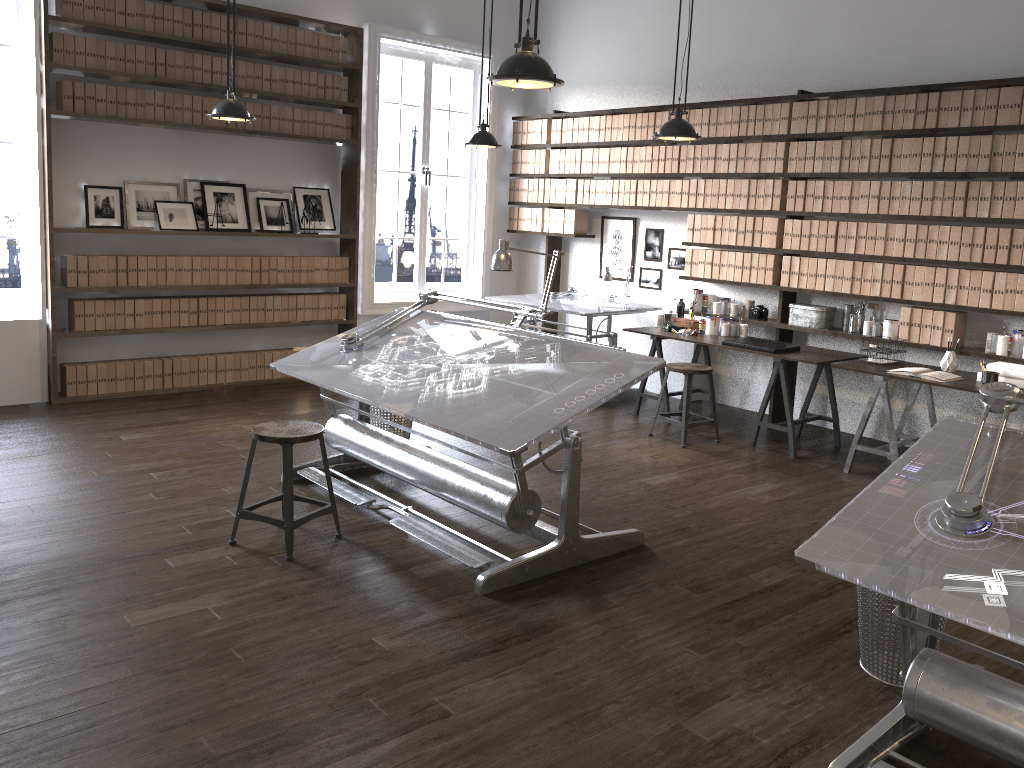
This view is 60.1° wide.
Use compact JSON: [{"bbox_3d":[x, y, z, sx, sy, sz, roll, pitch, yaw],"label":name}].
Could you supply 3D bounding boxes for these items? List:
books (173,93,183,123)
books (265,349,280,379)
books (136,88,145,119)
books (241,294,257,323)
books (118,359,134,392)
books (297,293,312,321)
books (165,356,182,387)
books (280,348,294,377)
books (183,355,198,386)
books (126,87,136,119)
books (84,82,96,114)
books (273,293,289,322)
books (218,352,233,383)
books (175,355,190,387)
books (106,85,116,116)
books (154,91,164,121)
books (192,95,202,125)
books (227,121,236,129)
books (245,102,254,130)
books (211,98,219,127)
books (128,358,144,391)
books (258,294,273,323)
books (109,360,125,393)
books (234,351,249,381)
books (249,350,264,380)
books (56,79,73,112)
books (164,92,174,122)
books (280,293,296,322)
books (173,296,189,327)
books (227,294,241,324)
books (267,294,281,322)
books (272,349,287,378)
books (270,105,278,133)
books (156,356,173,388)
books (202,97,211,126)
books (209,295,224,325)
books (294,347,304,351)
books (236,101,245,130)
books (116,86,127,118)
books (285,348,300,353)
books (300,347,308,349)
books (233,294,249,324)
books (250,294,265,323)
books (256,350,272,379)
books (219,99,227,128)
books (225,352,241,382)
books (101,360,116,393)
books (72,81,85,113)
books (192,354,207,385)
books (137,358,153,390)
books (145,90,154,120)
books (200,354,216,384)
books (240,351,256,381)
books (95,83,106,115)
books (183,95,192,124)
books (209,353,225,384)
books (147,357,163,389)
[{"bbox_3d":[-2.578,-2.096,6.763,0.067,0.224,0.175,-4,12,-40],"label":"books"},{"bbox_3d":[-2.052,-0.172,7.569,0.067,0.224,0.175,-4,12,-40],"label":"books"},{"bbox_3d":[-2.787,-2.071,6.583,0.067,0.224,0.175,-4,12,-40],"label":"books"},{"bbox_3d":[-2.185,-0.627,7.370,0.067,0.224,0.175,-4,12,-40],"label":"books"},{"bbox_3d":[-2.963,-0.067,6.800,0.067,0.224,0.175,-4,12,-40],"label":"books"},{"bbox_3d":[-1.811,-0.670,7.686,0.067,0.224,0.175,-4,12,-40],"label":"books"},{"bbox_3d":[-2.688,-0.099,7.034,0.067,0.224,0.175,-4,12,-40],"label":"books"},{"bbox_3d":[-1.951,-0.183,7.651,0.067,0.224,0.175,-4,12,-40],"label":"books"},{"bbox_3d":[-2.585,-0.109,7.112,0.067,0.224,0.175,-4,12,-40],"label":"books"},{"bbox_3d":[-2.834,-2.065,6.536,0.067,0.224,0.175,-4,12,-40],"label":"books"},{"bbox_3d":[-3.052,-2.041,6.360,0.067,0.224,0.175,-4,12,-40],"label":"books"},{"bbox_3d":[-1.976,-0.652,7.552,0.067,0.224,0.175,-4,12,-40],"label":"books"},{"bbox_3d":[-2.365,-0.135,7.303,0.067,0.224,0.175,-4,12,-40],"label":"books"},{"bbox_3d":[-2.636,-0.104,7.075,0.067,0.224,0.175,-4,12,-40],"label":"books"},{"bbox_3d":[-2.944,-2.053,6.451,0.067,0.224,0.175,-4,12,-40],"label":"books"},{"bbox_3d":[-2.681,-2.083,6.668,0.067,0.224,0.175,-4,12,-40],"label":"books"},{"bbox_3d":[-2.465,-2.107,6.849,0.067,0.224,0.175,-4,12,-40],"label":"books"},{"bbox_3d":[-2.257,-2.132,7.028,0.067,0.224,0.175,-4,12,-40],"label":"books"},{"bbox_3d":[-2.146,-2.145,7.123,0.067,0.224,0.175,-4,12,-40],"label":"books"},{"bbox_3d":[-2.365,-2.120,6.940,0.067,0.224,0.175,-4,12,-40],"label":"books"},{"bbox_3d":[-2.909,-0.073,6.846,0.067,0.224,0.175,-4,12,-40],"label":"books"},{"bbox_3d":[-2.079,-0.638,7.455,0.067,0.224,0.175,-4,12,-40],"label":"books"},{"bbox_3d":[-3.011,-0.060,6.752,0.067,0.224,0.175,-4,12,-40],"label":"books"},{"bbox_3d":[-2.265,-0.146,7.385,0.067,0.224,0.175,-4,12,-40],"label":"books"},{"bbox_3d":[-2.162,-0.160,7.479,0.067,0.224,0.175,-4,12,-40],"label":"books"},{"bbox_3d":[-3.166,-2.028,6.264,0.067,0.224,0.175,-4,12,-40],"label":"books"},{"bbox_3d":[-2.630,-2.090,6.716,0.067,0.224,0.175,-4,12,-40],"label":"books"},{"bbox_3d":[-1.921,-0.658,7.596,0.067,0.224,0.175,-4,12,-40],"label":"books"},{"bbox_3d":[-2.620,-0.576,6.999,0.067,0.224,0.175,-4,12,-40],"label":"books"},{"bbox_3d":[-2.297,-0.615,7.279,0.067,0.224,0.175,-4,12,-40],"label":"books"},{"bbox_3d":[-2.026,-0.645,7.504,0.067,0.224,0.175,-4,12,-40],"label":"books"},{"bbox_3d":[-2.005,-0.178,7.611,0.067,0.224,0.175,-4,12,-40],"label":"books"},{"bbox_3d":[-1.985,-2.163,7.256,0.067,0.224,0.175,-4,12,-40],"label":"books"},{"bbox_3d":[-2.740,-0.092,6.982,0.067,0.224,0.175,-4,12,-40],"label":"books"},{"bbox_3d":[-2.410,-2.114,6.896,0.067,0.224,0.175,-4,12,-40],"label":"books"},{"bbox_3d":[-2.401,-0.601,7.182,0.067,0.224,0.175,-4,12,-40],"label":"books"},{"bbox_3d":[-1.849,-0.196,7.745,0.067,0.224,0.175,-4,12,-40],"label":"books"},{"bbox_3d":[-2.203,-2.139,7.080,0.067,0.224,0.175,-4,12,-40],"label":"books"},{"bbox_3d":[-2.890,-2.060,6.497,0.067,0.224,0.175,-4,12,-40],"label":"books"},{"bbox_3d":[-1.903,-0.190,7.699,0.067,0.224,0.175,-4,12,-40],"label":"books"},{"bbox_3d":[-1.793,-0.201,7.787,0.067,0.224,0.175,-4,12,-40],"label":"books"},{"bbox_3d":[-2.243,-0.621,7.323,0.067,0.224,0.175,-4,12,-40],"label":"books"},{"bbox_3d":[-2.134,-0.632,7.408,0.067,0.224,0.175,-4,12,-40],"label":"books"},{"bbox_3d":[-2.105,-0.165,7.521,0.067,0.224,0.175,-4,12,-40],"label":"books"},{"bbox_3d":[-2.317,-2.126,6.984,0.067,0.224,0.175,-4,12,-40],"label":"books"},{"bbox_3d":[-2.318,-0.141,7.345,0.067,0.224,0.175,-4,12,-40],"label":"books"},{"bbox_3d":[-3.064,-0.055,6.712,0.067,0.224,0.175,-4,12,-40],"label":"books"},{"bbox_3d":[-3.106,-2.034,6.307,0.067,0.224,0.175,-4,12,-40],"label":"books"},{"bbox_3d":[-2.530,-0.116,7.159,0.067,0.224,0.175,-4,12,-40],"label":"books"},{"bbox_3d":[-2.852,-0.079,6.888,0.067,0.224,0.175,-4,12,-40],"label":"books"},{"bbox_3d":[-2.738,-2.077,6.622,0.067,0.224,0.175,-4,12,-40],"label":"books"},{"bbox_3d":[-2.477,-0.123,7.208,0.067,0.224,0.175,-4,12,-40],"label":"books"},{"bbox_3d":[-2.216,-0.154,7.435,0.067,0.224,0.175,-4,12,-40],"label":"books"},{"bbox_3d":[-2.995,-2.047,6.403,0.067,0.224,0.175,-4,12,-40],"label":"books"},{"bbox_3d":[-2.523,-2.101,6.805,0.067,0.224,0.175,-4,12,-40],"label":"books"},{"bbox_3d":[-2.419,-0.129,7.255,0.067,0.224,0.175,-4,12,-40],"label":"books"},{"bbox_3d":[-2.801,-0.086,6.938,0.067,0.224,0.175,-4,12,-40],"label":"books"}]
